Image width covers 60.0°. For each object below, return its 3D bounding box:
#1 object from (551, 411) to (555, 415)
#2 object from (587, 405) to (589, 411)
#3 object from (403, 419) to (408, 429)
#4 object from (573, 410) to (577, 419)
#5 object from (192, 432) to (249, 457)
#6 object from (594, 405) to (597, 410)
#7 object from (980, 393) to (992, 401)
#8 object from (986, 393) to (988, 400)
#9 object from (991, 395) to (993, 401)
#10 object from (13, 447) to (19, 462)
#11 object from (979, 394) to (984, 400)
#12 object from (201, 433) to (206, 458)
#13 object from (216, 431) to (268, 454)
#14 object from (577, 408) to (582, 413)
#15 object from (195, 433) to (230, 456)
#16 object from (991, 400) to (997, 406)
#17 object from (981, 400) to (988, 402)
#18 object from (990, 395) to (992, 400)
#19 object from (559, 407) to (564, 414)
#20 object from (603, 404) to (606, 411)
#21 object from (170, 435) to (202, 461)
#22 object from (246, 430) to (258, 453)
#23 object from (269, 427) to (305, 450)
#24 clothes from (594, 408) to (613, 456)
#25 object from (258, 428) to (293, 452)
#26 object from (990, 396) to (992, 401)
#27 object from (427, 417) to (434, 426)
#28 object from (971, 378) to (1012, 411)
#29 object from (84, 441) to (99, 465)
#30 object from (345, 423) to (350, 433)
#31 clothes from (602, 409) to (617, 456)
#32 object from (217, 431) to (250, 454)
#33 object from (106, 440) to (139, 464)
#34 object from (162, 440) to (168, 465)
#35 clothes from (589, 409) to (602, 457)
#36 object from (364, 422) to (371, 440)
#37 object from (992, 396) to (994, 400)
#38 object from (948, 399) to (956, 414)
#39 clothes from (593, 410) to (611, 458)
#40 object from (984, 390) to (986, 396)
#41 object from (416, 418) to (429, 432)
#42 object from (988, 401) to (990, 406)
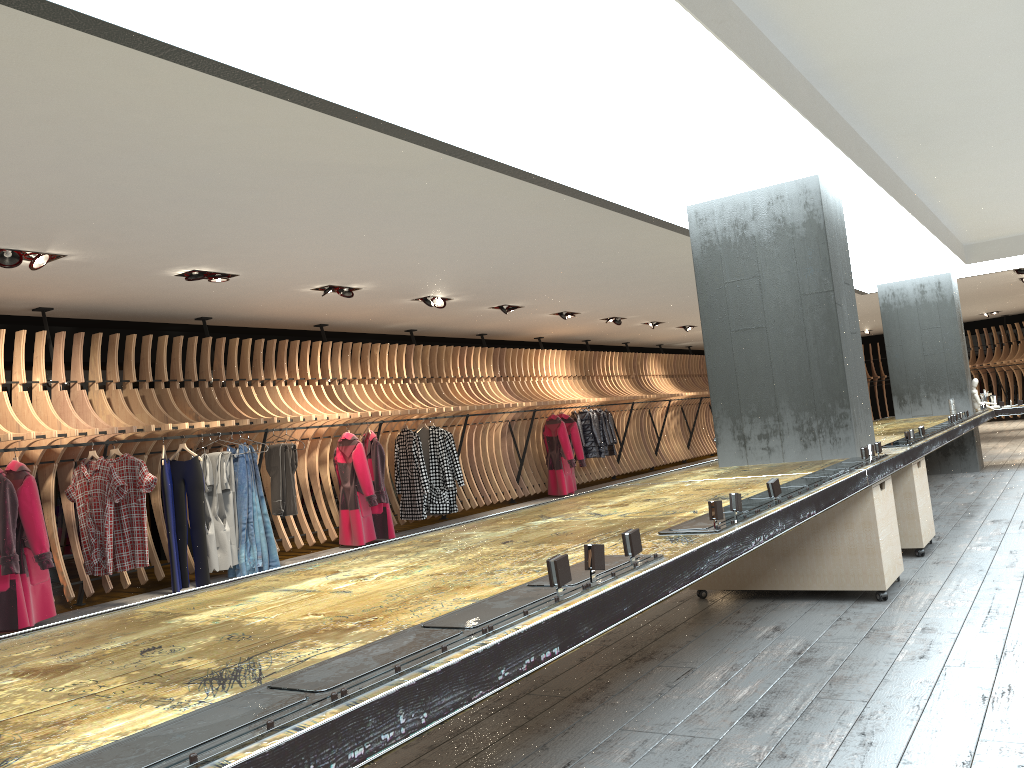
[{"bbox_3d":[0.669,0.525,14.461,0.012,0.270,0.524,-4,-4,-27],"label":"object"},{"bbox_3d":[1.318,0.489,15.489,0.016,0.242,0.438,-4,-4,-32],"label":"object"},{"bbox_3d":[-1.355,0.579,11.298,0.012,0.270,0.524,-3,-4,-37],"label":"object"},{"bbox_3d":[1.044,0.489,15.033,0.010,0.226,0.439,-6,-3,-7],"label":"object"},{"bbox_3d":[-2.912,0.599,8.837,0.549,0.243,0.023,-6,-4,-6],"label":"object"},{"bbox_3d":[1.468,0.490,15.723,0.438,0.244,0.010,-8,-5,32],"label":"object"},{"bbox_3d":[6.196,0.227,11.559,0.138,0.209,0.034,-7,-4,12],"label":"object"},{"bbox_3d":[6.161,0.214,11.518,0.084,0.240,0.009,-7,-4,9],"label":"object"},{"bbox_3d":[6.234,0.225,11.502,0.007,0.170,0.030,-9,-5,36],"label":"object"},{"bbox_3d":[-4.007,0.644,7.164,0.524,0.270,0.012,-9,-5,42],"label":"object"},{"bbox_3d":[6.126,0.237,11.553,0.050,0.198,0.081,-4,-5,-32],"label":"object"},{"bbox_3d":[-3.023,0.602,8.665,0.023,0.243,0.548,-5,-4,-21],"label":"object"},{"bbox_3d":[-2.767,0.598,9.059,0.549,0.243,0.023,-6,-4,4],"label":"object"},{"bbox_3d":[1.170,0.486,15.233,0.439,0.226,0.010,-8,-4,22],"label":"object"},{"bbox_3d":[-2.970,0.605,8.746,0.548,0.251,0.023,-8,-5,34],"label":"object"},{"bbox_3d":[6.258,0.268,11.505,0.061,0.111,0.061,-8,-4,21],"label":"object"},{"bbox_3d":[6.134,0.276,11.535,0.108,0.129,0.108,-3,-5,-42],"label":"object"},{"bbox_3d":[6.233,0.226,11.512,0.030,0.170,0.007,-4,-5,-27],"label":"object"},{"bbox_3d":[0.812,0.532,14.694,0.522,0.291,0.015,-9,-5,42],"label":"object"},{"bbox_3d":[1.677,0.477,16.024,0.010,0.226,0.439,-5,-4,-17],"label":"object"},{"bbox_3d":[-3.149,0.623,8.486,0.524,0.270,0.012,-8,-5,32],"label":"object"},{"bbox_3d":[-2.717,0.605,9.170,0.023,0.257,0.547,-4,-4,-32],"label":"object"},{"bbox_3d":[-2.450,0.600,9.611,0.546,0.262,0.023,-8,-5,34],"label":"object"},{"bbox_3d":[1.538,0.855,15.688,0.529,0.857,0.234,-9,-5,31],"label":"clothes"},{"bbox_3d":[-2.530,0.590,9.434,0.548,0.243,0.023,-8,-5,34],"label":"object"},{"bbox_3d":[6.237,0.226,11.521,0.030,0.170,0.007,-6,-4,-1],"label":"object"},{"bbox_3d":[-1.073,0.570,11.719,0.524,0.270,0.012,-8,-4,22],"label":"object"},{"bbox_3d":[6.110,0.122,11.318,0.431,0.430,0.195,-8,-4,28],"label":"object"},{"bbox_3d":[-3.639,0.632,7.698,0.524,0.270,0.012,-8,-5,32],"label":"object"},{"bbox_3d":[-1.929,0.594,10.407,0.012,0.270,0.524,-3,-4,-37],"label":"object"},{"bbox_3d":[1.736,0.872,15.953,0.181,0.855,0.681,-5,-4,-14],"label":"clothes"},{"bbox_3d":[-2.830,0.599,8.972,0.548,0.243,0.023,-9,-5,39],"label":"object"},{"bbox_3d":[-3.518,0.635,7.874,0.524,0.286,0.015,-7,-4,17],"label":"object"},{"bbox_3d":[-3.257,0.625,8.303,0.012,0.270,0.524,-5,-4,-17],"label":"object"},{"bbox_3d":[1.382,0.856,15.430,0.228,0.855,0.510,-3,-5,-37],"label":"clothes"},{"bbox_3d":[-1.725,0.586,10.659,0.012,0.270,0.524,-4,-4,-27],"label":"object"},{"bbox_3d":[6.264,0.223,11.527,0.007,0.170,0.030,-6,-4,-10],"label":"object"},{"bbox_3d":[5.541,0.281,11.159,0.079,0.188,0.078,-3,-5,-42],"label":"object"},{"bbox_3d":[1.486,0.878,15.572,0.211,0.855,0.584,-4,-4,-30],"label":"clothes"},{"bbox_3d":[6.156,0.202,11.539,0.062,0.264,0.012,-5,-4,-15],"label":"object"},{"bbox_3d":[-1.155,0.571,11.557,0.524,0.270,0.012,-8,-5,32],"label":"object"},{"bbox_3d":[6.214,0.275,11.626,0.084,0.111,0.083,-8,-4,20],"label":"object"}]
